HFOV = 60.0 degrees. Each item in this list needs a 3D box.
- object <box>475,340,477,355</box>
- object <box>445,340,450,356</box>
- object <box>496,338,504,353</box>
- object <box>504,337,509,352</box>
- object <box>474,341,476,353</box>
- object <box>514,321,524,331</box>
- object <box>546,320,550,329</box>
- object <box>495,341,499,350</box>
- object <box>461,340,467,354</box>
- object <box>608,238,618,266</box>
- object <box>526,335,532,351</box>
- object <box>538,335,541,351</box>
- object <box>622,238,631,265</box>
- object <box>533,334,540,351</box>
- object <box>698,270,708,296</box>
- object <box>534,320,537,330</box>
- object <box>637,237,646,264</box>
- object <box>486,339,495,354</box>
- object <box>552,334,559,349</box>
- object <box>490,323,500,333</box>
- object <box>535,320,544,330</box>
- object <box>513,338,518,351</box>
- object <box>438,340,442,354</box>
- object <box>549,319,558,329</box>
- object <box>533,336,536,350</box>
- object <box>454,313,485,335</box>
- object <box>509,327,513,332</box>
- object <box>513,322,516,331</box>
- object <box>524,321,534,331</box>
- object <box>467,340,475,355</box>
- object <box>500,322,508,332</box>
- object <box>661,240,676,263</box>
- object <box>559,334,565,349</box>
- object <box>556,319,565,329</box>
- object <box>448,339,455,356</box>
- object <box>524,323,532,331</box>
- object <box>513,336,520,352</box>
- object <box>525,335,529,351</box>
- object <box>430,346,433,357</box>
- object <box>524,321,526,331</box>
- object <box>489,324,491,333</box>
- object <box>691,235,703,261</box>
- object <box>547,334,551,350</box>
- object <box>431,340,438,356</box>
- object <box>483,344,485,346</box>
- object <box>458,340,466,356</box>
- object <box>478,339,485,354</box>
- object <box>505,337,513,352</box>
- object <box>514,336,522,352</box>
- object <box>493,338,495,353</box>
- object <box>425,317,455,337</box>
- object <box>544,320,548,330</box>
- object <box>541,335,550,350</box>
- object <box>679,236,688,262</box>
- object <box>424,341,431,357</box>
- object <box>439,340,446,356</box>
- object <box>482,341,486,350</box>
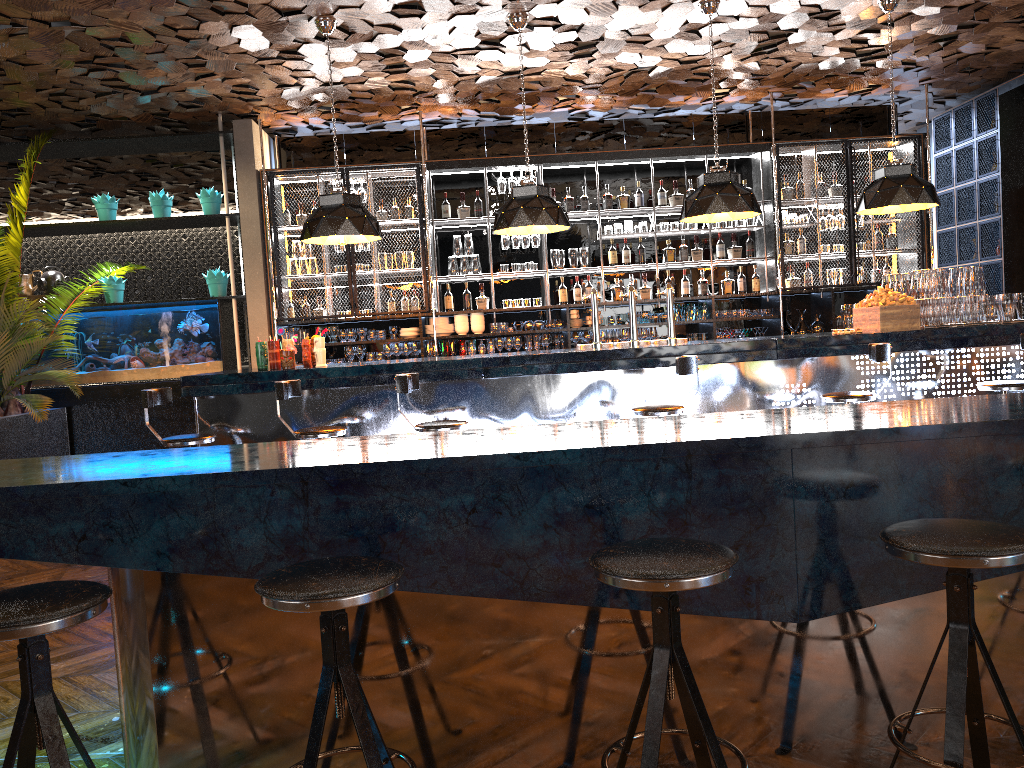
[{"bbox_3d":[-0.404,-0.351,9.168,0.082,0.213,0.082,-2,3,19],"label":"object"},{"bbox_3d":[-0.658,-0.338,9.077,0.073,0.229,0.073,-4,3,-13],"label":"object"},{"bbox_3d":[-0.120,-0.361,8.995,0.084,0.216,0.084,-4,3,-14],"label":"object"},{"bbox_3d":[-0.036,-0.381,9.261,0.084,0.216,0.084,-4,3,-3],"label":"object"},{"bbox_3d":[-0.408,-0.345,9.076,0.082,0.213,0.082,-5,4,-26],"label":"object"},{"bbox_3d":[0.070,-0.588,9.053,0.109,0.100,0.109,-5,3,-19],"label":"object"},{"bbox_3d":[0.391,-0.610,9.109,0.095,0.096,0.095,-4,3,-2],"label":"object"},{"bbox_3d":[-0.129,-0.375,9.264,0.084,0.216,0.084,-1,4,36],"label":"object"},{"bbox_3d":[-0.499,-0.340,9.076,0.082,0.213,0.082,-4,3,-10],"label":"object"},{"bbox_3d":[1.045,-1.360,9.207,0.086,0.299,0.086,-7,4,-43],"label":"object"},{"bbox_3d":[0.180,-0.386,9.036,0.071,0.226,0.071,-5,4,-30],"label":"object"},{"bbox_3d":[0.265,-0.394,9.164,0.092,0.218,0.092,-6,4,-41],"label":"object"},{"bbox_3d":[1.189,-1.372,9.238,0.086,0.298,0.086,-7,4,-43],"label":"object"},{"bbox_3d":[0.254,-0.389,8.999,0.071,0.226,0.071,-5,4,-30],"label":"object"},{"bbox_3d":[1.992,-1.050,9.255,0.083,0.282,0.083,-5,3,-17],"label":"object"},{"bbox_3d":[0.271,-0.604,9.114,0.093,0.099,0.093,-5,4,-31],"label":"object"},{"bbox_3d":[1.342,-1.380,9.215,0.086,0.297,0.086,-7,4,-43],"label":"object"},{"bbox_3d":[-0.213,-0.353,8.994,0.082,0.213,0.082,-2,4,28],"label":"object"},{"bbox_3d":[0.453,-0.402,9.093,0.071,0.217,0.071,-3,3,6],"label":"object"},{"bbox_3d":[-0.167,-0.569,8.985,0.100,0.100,0.089,-3,3,3],"label":"object"},{"bbox_3d":[0.280,-0.599,9.010,0.093,0.099,0.093,-3,3,17],"label":"object"},{"bbox_3d":[0.057,-0.379,9.138,0.084,0.216,0.084,-1,4,40],"label":"object"},{"bbox_3d":[-0.716,-0.338,9.140,0.073,0.229,0.073,-4,3,-13],"label":"object"},{"bbox_3d":[0.421,-0.606,9.006,0.095,0.096,0.095,-5,4,-28],"label":"object"},{"bbox_3d":[0.251,-0.393,9.080,0.071,0.226,0.071,-5,4,-30],"label":"object"},{"bbox_3d":[-0.434,-0.615,9.053,0.309,0.216,0.149,-4,3,-4],"label":"object"},{"bbox_3d":[-0.009,-0.555,9.017,0.049,0.048,0.044,-1,4,40],"label":"object"},{"bbox_3d":[0.064,-0.597,9.212,0.109,0.100,0.109,-5,3,-19],"label":"object"},{"bbox_3d":[0.177,-0.595,9.053,0.093,0.099,0.093,-3,3,15],"label":"object"},{"bbox_3d":[-0.410,-0.340,8.990,0.082,0.213,0.082,-2,4,27],"label":"object"},{"bbox_3d":[-0.087,-0.577,9.043,0.089,0.100,0.100,-1,4,34],"label":"object"},{"bbox_3d":[1.631,-1.372,9.223,0.151,0.248,0.094,-4,3,-13],"label":"object"},{"bbox_3d":[0.517,-0.404,9.056,0.071,0.217,0.071,-3,3,6],"label":"object"},{"bbox_3d":[0.489,-0.614,9.080,0.095,0.096,0.095,-2,3,22],"label":"object"},{"bbox_3d":[-0.604,-0.337,9.006,0.073,0.229,0.073,-4,3,-13],"label":"object"},{"bbox_3d":[0.173,-0.601,9.161,0.093,0.099,0.093,-4,3,-15],"label":"object"},{"bbox_3d":[0.054,-0.387,9.271,0.084,0.216,0.084,-2,3,21],"label":"object"},{"bbox_3d":[0.174,-0.391,9.120,0.071,0.226,0.071,-5,4,-30],"label":"object"},{"bbox_3d":[-0.831,-0.330,9.128,0.073,0.229,0.073,-4,3,-13],"label":"object"},{"bbox_3d":[0.167,-0.606,9.266,0.093,0.099,0.093,-4,3,0],"label":"object"},{"bbox_3d":[-0.184,-0.581,9.217,0.100,0.100,0.089,-3,3,5],"label":"object"},{"bbox_3d":[1.923,-1.406,9.220,0.123,0.279,0.123,-3,3,12],"label":"object"},{"bbox_3d":[0.364,-0.399,9.143,0.092,0.218,0.092,-6,4,-41],"label":"object"},{"bbox_3d":[-0.789,-0.329,9.054,0.073,0.229,0.073,-4,3,-13],"label":"object"},{"bbox_3d":[-0.307,-0.352,9.081,0.082,0.213,0.082,-5,3,-23],"label":"object"},{"bbox_3d":[-0.498,-0.335,8.986,0.082,0.213,0.082,-2,4,27],"label":"object"},{"bbox_3d":[-0.306,-0.347,8.993,0.082,0.213,0.082,-2,4,31],"label":"object"},{"bbox_3d":[-0.026,-0.367,8.997,0.084,0.216,0.084,-3,3,13],"label":"object"},{"bbox_3d":[0.065,-0.372,9.001,0.084,0.216,0.084,-1,4,40],"label":"object"},{"bbox_3d":[-0.210,-0.358,9.085,0.082,0.213,0.082,-5,3,-21],"label":"object"},{"bbox_3d":[-0.743,-0.586,9.075,0.306,0.195,0.300,-4,3,-1],"label":"object"},{"bbox_3d":[0.374,-0.618,9.274,0.095,0.096,0.095,-3,3,14],"label":"object"},{"bbox_3d":[0.352,-0.393,9.034,0.092,0.218,0.092,-6,4,-41],"label":"object"},{"bbox_3d":[1.784,-1.400,9.229,0.083,0.282,0.083,-4,3,-2],"label":"object"},{"bbox_3d":[-0.846,-0.321,8.982,0.073,0.229,0.073,-4,3,-13],"label":"object"},{"bbox_3d":[-0.702,-0.331,9.007,0.073,0.229,0.073,-4,3,-13],"label":"object"},{"bbox_3d":[-0.312,-0.361,9.260,0.082,0.213,0.082,-4,3,-3],"label":"object"}]
